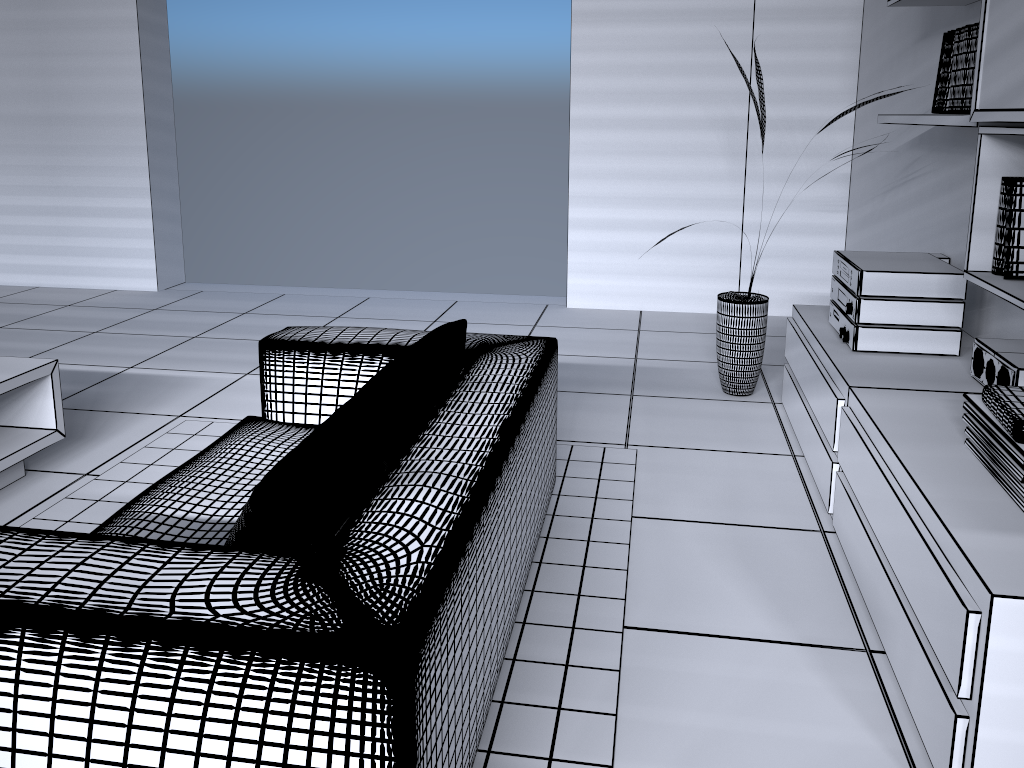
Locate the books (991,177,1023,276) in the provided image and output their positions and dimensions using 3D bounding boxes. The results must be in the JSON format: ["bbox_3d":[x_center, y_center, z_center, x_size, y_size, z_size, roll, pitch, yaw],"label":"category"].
[{"bbox_3d":[1.386,-0.411,2.313,0.207,0.253,0.051,3,12,10],"label":"books"}]

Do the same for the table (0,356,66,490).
[{"bbox_3d":[-1.968,0.262,2.514,0.650,0.379,1.231,3,17,9],"label":"table"}]

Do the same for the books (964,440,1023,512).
[{"bbox_3d":[1.179,0.203,1.882,0.285,0.008,0.426,3,17,10],"label":"books"}]

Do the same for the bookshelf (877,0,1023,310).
[{"bbox_3d":[1.328,-0.806,2.012,0.328,1.221,2.888,2,16,9],"label":"bookshelf"}]

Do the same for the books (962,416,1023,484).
[{"bbox_3d":[1.185,0.145,1.905,0.285,0.008,0.426,3,17,10],"label":"books"}]

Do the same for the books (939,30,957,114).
[{"bbox_3d":[1.482,-0.988,2.792,0.207,0.254,0.076,2,12,9],"label":"books"}]

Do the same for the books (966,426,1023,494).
[{"bbox_3d":[1.176,0.169,1.868,0.285,0.008,0.426,3,17,10],"label":"books"}]

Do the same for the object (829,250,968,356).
[{"bbox_3d":[1.303,-0.291,3.038,0.347,0.263,0.441,3,16,9],"label":"object"}]

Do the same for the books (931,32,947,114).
[{"bbox_3d":[1.488,-1.006,2.855,0.207,0.252,0.074,2,12,9],"label":"books"}]

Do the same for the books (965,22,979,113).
[{"bbox_3d":[1.449,-0.922,2.575,0.207,0.253,0.051,3,12,9],"label":"books"}]

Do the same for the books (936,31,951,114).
[{"bbox_3d":[1.487,-0.998,2.823,0.207,0.254,0.076,2,12,9],"label":"books"}]

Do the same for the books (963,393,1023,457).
[{"bbox_3d":[1.191,0.096,1.906,0.285,0.008,0.426,3,17,10],"label":"books"}]

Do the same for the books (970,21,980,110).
[{"bbox_3d":[1.438,-0.907,2.525,0.207,0.253,0.051,3,12,10],"label":"books"}]

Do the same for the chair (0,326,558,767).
[{"bbox_3d":[-0.465,0.326,2.035,0.960,0.539,1.691,3,17,9],"label":"chair"}]

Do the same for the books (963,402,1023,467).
[{"bbox_3d":[1.181,0.111,1.891,0.285,0.008,0.426,3,17,10],"label":"books"}]

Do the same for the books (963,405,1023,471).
[{"bbox_3d":[1.194,0.124,1.911,0.285,0.008,0.426,3,17,10],"label":"books"}]

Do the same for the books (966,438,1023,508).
[{"bbox_3d":[1.178,0.197,1.874,0.285,0.008,0.426,3,17,10],"label":"books"}]

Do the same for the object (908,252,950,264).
[{"bbox_3d":[1.599,-0.393,3.463,0.177,0.226,0.122,2,13,9],"label":"object"}]

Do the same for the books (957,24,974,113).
[{"bbox_3d":[1.451,-0.938,2.627,0.207,0.253,0.051,3,12,10],"label":"books"}]

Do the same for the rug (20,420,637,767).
[{"bbox_3d":[-0.608,0.523,2.317,1.799,0.001,2.289,3,17,9],"label":"rug"}]

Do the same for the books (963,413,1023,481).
[{"bbox_3d":[1.184,0.139,1.897,0.285,0.008,0.426,3,17,10],"label":"books"}]

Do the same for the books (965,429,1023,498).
[{"bbox_3d":[1.177,0.175,1.876,0.285,0.008,0.426,3,17,10],"label":"books"}]

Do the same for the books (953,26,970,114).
[{"bbox_3d":[1.465,-0.953,2.676,0.207,0.253,0.051,3,12,10],"label":"books"}]

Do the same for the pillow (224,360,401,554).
[{"bbox_3d":[-0.399,0.218,1.689,0.300,0.389,0.580,2,15,7],"label":"pillow"}]

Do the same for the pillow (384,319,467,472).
[{"bbox_3d":[-0.303,0.068,2.255,0.340,0.380,0.581,2,15,7],"label":"pillow"}]

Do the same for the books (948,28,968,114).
[{"bbox_3d":[1.474,-0.968,2.727,0.207,0.253,0.051,3,12,10],"label":"books"}]

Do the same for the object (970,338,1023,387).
[{"bbox_3d":[1.424,-0.028,2.452,0.177,0.116,0.337,3,17,9],"label":"object"}]

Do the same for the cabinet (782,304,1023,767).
[{"bbox_3d":[1.227,0.238,2.533,0.574,0.439,2.327,3,17,9],"label":"cabinet"}]

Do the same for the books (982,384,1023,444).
[{"bbox_3d":[1.157,0.068,1.896,0.208,0.049,0.265,5,17,14],"label":"books"}]

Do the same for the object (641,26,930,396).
[{"bbox_3d":[1.093,-0.703,3.687,1.188,1.549,0.253,12,16,41],"label":"object"}]

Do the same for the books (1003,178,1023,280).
[{"bbox_3d":[1.374,-0.392,2.250,0.207,0.254,0.076,3,12,10],"label":"books"}]
